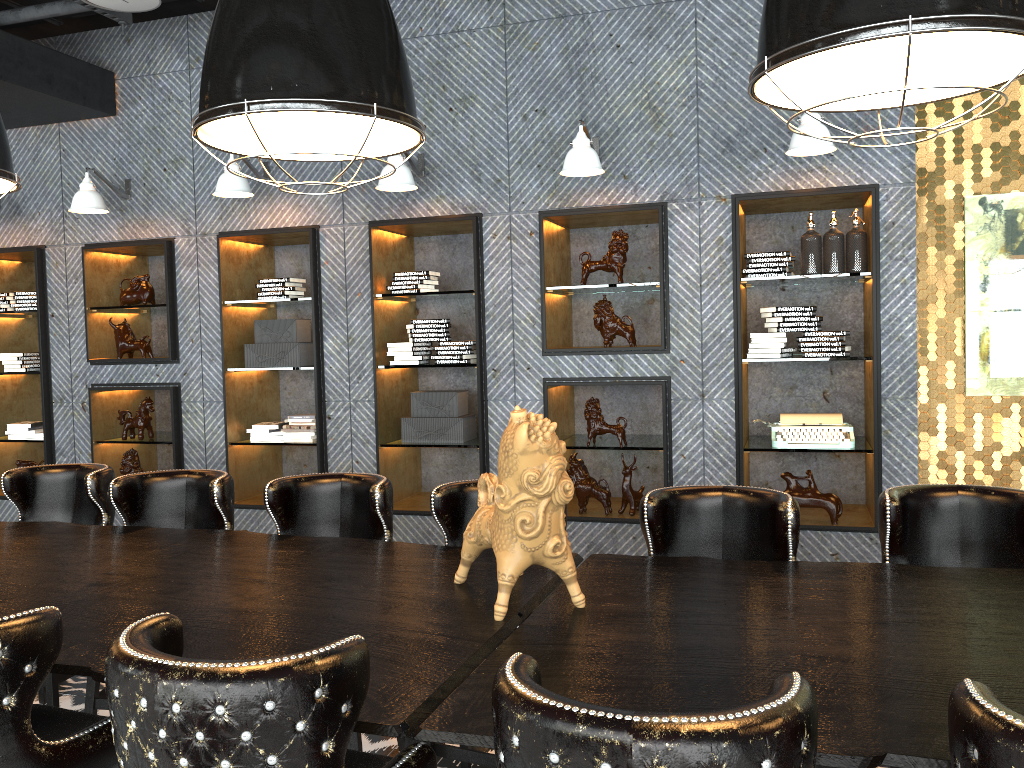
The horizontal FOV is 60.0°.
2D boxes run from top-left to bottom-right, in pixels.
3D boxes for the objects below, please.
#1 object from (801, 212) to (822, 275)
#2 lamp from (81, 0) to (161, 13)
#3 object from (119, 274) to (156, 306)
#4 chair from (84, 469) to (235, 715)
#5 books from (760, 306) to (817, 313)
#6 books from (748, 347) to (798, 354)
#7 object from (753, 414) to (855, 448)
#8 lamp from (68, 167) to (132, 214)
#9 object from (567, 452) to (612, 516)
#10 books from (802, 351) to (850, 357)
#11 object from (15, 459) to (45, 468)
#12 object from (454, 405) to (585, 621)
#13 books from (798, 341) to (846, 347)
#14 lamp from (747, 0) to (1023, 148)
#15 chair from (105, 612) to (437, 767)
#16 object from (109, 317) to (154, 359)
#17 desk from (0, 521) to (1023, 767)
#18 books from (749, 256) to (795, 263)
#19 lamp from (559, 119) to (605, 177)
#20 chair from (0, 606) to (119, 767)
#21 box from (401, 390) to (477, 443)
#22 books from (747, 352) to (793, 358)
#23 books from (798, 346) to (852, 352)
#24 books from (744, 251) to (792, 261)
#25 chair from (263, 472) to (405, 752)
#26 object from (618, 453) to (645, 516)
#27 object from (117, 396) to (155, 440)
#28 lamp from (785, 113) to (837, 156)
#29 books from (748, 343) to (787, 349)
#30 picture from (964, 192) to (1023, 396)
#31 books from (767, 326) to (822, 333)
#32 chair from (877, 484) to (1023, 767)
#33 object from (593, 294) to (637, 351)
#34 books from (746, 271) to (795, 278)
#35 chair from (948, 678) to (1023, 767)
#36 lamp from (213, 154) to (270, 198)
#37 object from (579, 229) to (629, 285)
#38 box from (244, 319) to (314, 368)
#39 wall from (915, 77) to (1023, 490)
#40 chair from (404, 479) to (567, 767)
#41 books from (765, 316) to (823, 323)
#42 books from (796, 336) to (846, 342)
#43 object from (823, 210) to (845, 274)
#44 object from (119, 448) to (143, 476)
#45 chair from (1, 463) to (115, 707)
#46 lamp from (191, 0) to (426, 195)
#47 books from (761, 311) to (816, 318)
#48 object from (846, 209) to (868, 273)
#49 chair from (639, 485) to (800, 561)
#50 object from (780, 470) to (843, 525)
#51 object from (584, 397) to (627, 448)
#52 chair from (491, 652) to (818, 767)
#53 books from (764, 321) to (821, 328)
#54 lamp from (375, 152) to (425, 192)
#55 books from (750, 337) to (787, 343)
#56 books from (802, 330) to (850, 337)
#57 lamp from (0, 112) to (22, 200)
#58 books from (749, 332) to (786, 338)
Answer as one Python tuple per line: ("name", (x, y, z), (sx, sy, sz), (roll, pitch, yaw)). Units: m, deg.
("object", (1.628, -0.761, 4.825), (0.109, 0.349, 0.109), (-3, 3, -27))
("lamp", (-1.905, -2.370, 4.242), (0.381, 1.045, 0.380), (1, 3, 44))
("object", (-2.619, -0.652, 6.180), (0.278, 0.222, 0.139), (-1, 3, 17))
("chair", (-1.368, 0.918, 3.524), (0.504, 1.092, 0.568), (-1, 3, 8))
("books", (1.543, -0.417, 4.962), (0.245, 0.028, 0.193), (-2, 3, -11))
("books", (1.456, -0.188, 4.943), (0.193, 0.028, 0.245), (1, 4, 39))
("object", (1.657, 0.261, 5.065), (0.535, 0.149, 0.484), (-1, 3, 16))
("lamp", (-2.680, -1.270, 5.847), (0.243, 0.287, 0.490), (0, 3, 34))
("object", (0.461, 0.593, 5.279), (0.266, 0.359, 0.168), (-1, 3, 11))
("books", (1.736, -0.166, 4.909), (0.245, 0.028, 0.193), (-1, 3, 19))
("object", (-3.599, 0.681, 6.680), (0.157, 0.251, 0.314), (0, 3, 33))
("object", (0.008, 0.316, 2.378), (0.249, 0.545, 0.475), (-2, 3, -19))
("books", (1.719, -0.223, 4.922), (0.245, 0.028, 0.193), (0, 3, 20))
("lamp", (0.817, -1.695, 1.928), (0.621, 2.302, 0.621), (-3, 3, -27))
("chair", (-0.456, 0.988, 1.722), (0.504, 1.092, 0.568), (-1, 3, 22))
("object", (-2.652, -0.314, 6.193), (0.324, 0.309, 0.154), (0, 3, 23))
("desk", (0.041, 1.038, 2.287), (7.594, 0.927, 1.434), (-1, 3, 18))
("books", (1.462, -0.692, 4.980), (0.245, 0.028, 0.193), (-1, 3, 18))
("lamp", (0.440, -1.283, 4.849), (0.243, 0.287, 0.490), (0, 3, 34))
("chair", (-1.131, 0.995, 1.949), (0.504, 1.092, 0.568), (-1, 3, 21))
("box", (-0.480, 0.208, 5.646), (0.419, 0.315, 0.323), (-1, 3, 18))
("books", (1.453, -0.163, 4.998), (0.193, 0.028, 0.245), (0, 4, 33))
("books", (1.734, -0.194, 4.909), (0.245, 0.028, 0.193), (0, 3, 31))
("books", (1.441, -0.720, 4.986), (0.245, 0.028, 0.193), (0, 3, 21))
("chair", (-0.697, 0.911, 3.309), (0.504, 1.092, 0.568), (-1, 3, 13))
("object", (0.717, 0.585, 5.230), (0.198, 0.358, 0.116), (-4, 3, -42))
("object", (-2.655, 0.241, 6.244), (0.317, 0.306, 0.143), (-1, 3, 13))
("lamp", (1.547, -1.304, 4.495), (0.243, 0.287, 0.490), (0, 3, 34))
("books", (1.437, -0.218, 4.982), (0.193, 0.028, 0.245), (-1, 3, 20))
("picture", (3.192, -0.480, 4.539), (1.574, 1.072, 0.022), (-1, 3, 18))
("books", (1.581, -0.305, 4.972), (0.245, 0.028, 0.193), (-2, 3, 1))
("chair", (1.387, 0.886, 2.690), (0.504, 1.092, 0.568), (-1, 3, 19))
("object", (0.601, -0.356, 5.184), (0.242, 0.337, 0.159), (0, 3, 23))
("books", (1.454, -0.607, 4.987), (0.245, 0.028, 0.193), (0, 3, 23))
("chair", (0.909, 0.973, 1.286), (0.504, 1.092, 0.568), (-1, 3, 22))
("lamp", (-1.636, -1.306, 5.512), (0.243, 0.287, 0.490), (0, 3, 34))
("object", (0.539, -0.740, 5.189), (0.292, 0.325, 0.152), (-1, 3, 16))
("box", (-1.562, -0.274, 5.954), (0.419, 0.315, 0.298), (-1, 3, 18))
("wall", (3.209, -0.871, 4.542), (2.445, 4.381, 0.024), (-1, 3, 18))
("chair", (-0.069, 0.908, 3.040), (0.504, 1.092, 0.568), (0, 3, 26))
("books", (1.574, -0.361, 4.956), (0.245, 0.028, 0.193), (-2, 3, -12))
("books", (1.720, -0.251, 4.931), (0.245, 0.028, 0.193), (0, 3, 24))
("object", (1.737, -0.763, 4.789), (0.109, 0.349, 0.109), (-1, 2, 3))
("object", (-2.595, 0.646, 6.211), (0.338, 0.387, 0.177), (0, 3, 25))
("chair", (-1.992, 0.920, 3.822), (0.504, 1.092, 0.568), (-1, 3, 14))
("lamp", (-0.574, -1.680, 2.373), (0.621, 2.302, 0.621), (-3, 3, -27))
("books", (1.542, -0.388, 4.958), (0.245, 0.028, 0.193), (-2, 3, -2))
("object", (1.847, -0.764, 4.753), (0.109, 0.349, 0.109), (-2, 3, -12))
("chair", (0.650, 0.902, 2.788), (0.504, 1.092, 0.568), (-1, 3, 19))
("object", (1.639, 0.622, 4.883), (0.341, 0.303, 0.165), (0, 3, 23))
("object", (0.546, 0.221, 5.174), (0.256, 0.294, 0.135), (0, 3, 25))
("chair", (0.247, 0.982, 1.470), (0.504, 1.092, 0.568), (-1, 3, 15))
("books", (1.553, -0.330, 4.919), (0.245, 0.028, 0.193), (-2, 3, -6))
("lamp", (-0.597, -1.274, 5.181), (0.243, 0.287, 0.490), (0, 3, 34))
("books", (1.433, -0.246, 4.972), (0.193, 0.028, 0.245), (-1, 3, 13))
("books", (1.739, -0.280, 4.923), (0.245, 0.028, 0.193), (-1, 3, 17))
("lamp", (-1.964, -1.665, 2.818), (0.621, 2.302, 0.621), (-3, 3, -27))
("books", (1.432, -0.274, 4.970), (0.193, 0.028, 0.245), (-1, 3, 16))
